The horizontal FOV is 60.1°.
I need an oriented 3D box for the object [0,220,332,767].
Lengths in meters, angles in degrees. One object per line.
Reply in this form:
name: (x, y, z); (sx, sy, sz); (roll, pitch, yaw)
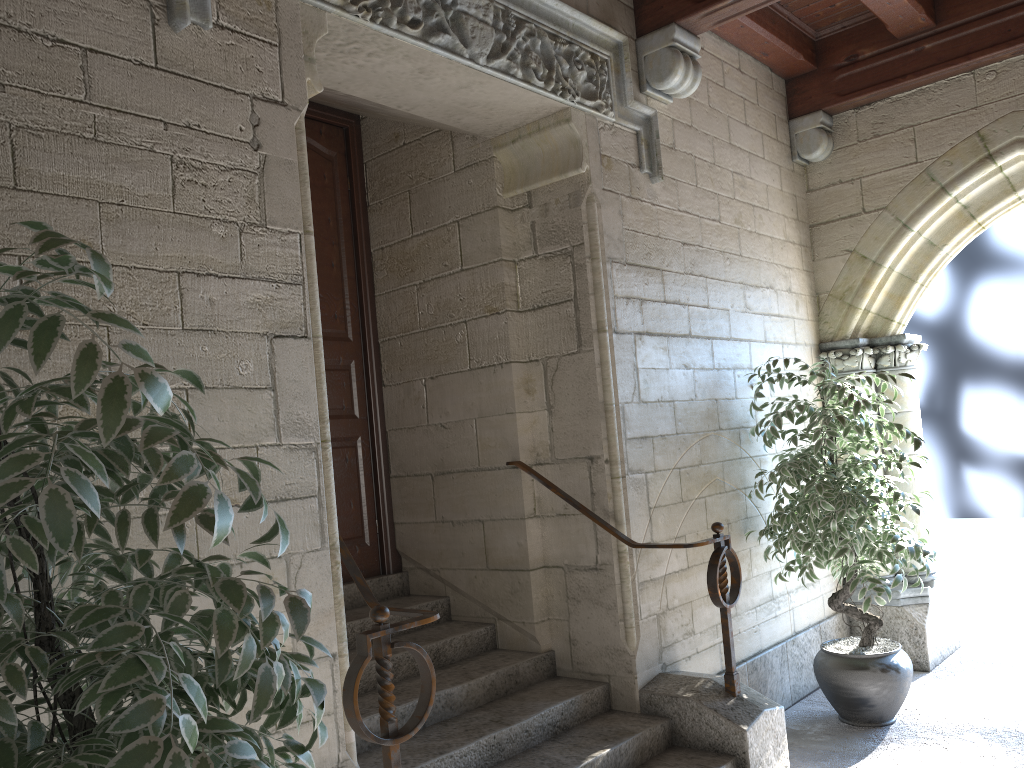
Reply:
object: (-0.607, 0.638, 1.199); (0.750, 1.615, 0.789); (-4, -2, -18)

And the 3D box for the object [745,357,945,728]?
object: (1.438, 0.660, 3.858); (0.789, 1.615, 0.750); (-7, -3, 37)

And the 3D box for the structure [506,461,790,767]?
structure: (0.465, 0.884, 3.320); (0.890, 1.259, 0.472); (-7, -3, 41)

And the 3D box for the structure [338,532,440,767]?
structure: (-0.459, 0.885, 2.257); (0.890, 1.259, 0.476); (-7, -3, 41)

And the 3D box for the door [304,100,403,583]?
door: (-1.013, -0.185, 3.629); (0.227, 2.117, 1.135); (-7, -3, 41)

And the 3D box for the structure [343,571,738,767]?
structure: (-0.404, 1.176, 3.144); (2.581, 0.808, 1.460); (-9, -5, 41)
